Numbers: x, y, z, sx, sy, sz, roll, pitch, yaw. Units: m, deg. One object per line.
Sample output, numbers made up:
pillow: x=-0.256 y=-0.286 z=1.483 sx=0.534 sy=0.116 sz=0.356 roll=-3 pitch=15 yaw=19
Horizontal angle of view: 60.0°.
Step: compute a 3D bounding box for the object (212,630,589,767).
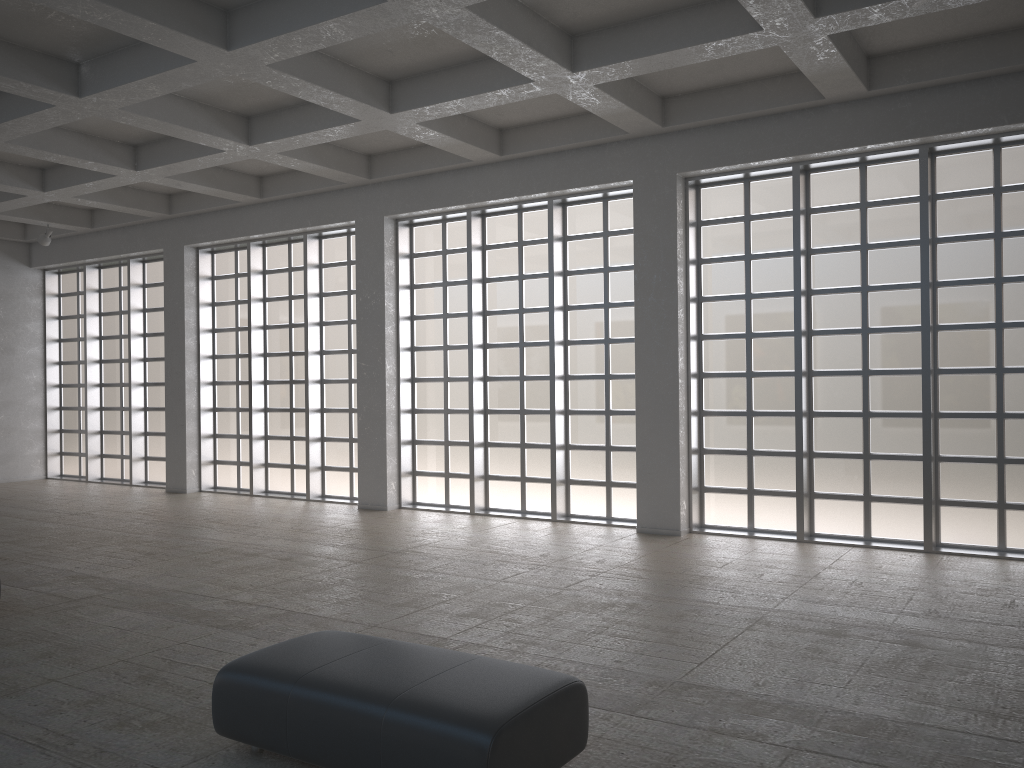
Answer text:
object: x=-1.013 y=2.864 z=7.802 sx=3.044 sy=0.828 sz=1.616 roll=-1 pitch=0 yaw=32
